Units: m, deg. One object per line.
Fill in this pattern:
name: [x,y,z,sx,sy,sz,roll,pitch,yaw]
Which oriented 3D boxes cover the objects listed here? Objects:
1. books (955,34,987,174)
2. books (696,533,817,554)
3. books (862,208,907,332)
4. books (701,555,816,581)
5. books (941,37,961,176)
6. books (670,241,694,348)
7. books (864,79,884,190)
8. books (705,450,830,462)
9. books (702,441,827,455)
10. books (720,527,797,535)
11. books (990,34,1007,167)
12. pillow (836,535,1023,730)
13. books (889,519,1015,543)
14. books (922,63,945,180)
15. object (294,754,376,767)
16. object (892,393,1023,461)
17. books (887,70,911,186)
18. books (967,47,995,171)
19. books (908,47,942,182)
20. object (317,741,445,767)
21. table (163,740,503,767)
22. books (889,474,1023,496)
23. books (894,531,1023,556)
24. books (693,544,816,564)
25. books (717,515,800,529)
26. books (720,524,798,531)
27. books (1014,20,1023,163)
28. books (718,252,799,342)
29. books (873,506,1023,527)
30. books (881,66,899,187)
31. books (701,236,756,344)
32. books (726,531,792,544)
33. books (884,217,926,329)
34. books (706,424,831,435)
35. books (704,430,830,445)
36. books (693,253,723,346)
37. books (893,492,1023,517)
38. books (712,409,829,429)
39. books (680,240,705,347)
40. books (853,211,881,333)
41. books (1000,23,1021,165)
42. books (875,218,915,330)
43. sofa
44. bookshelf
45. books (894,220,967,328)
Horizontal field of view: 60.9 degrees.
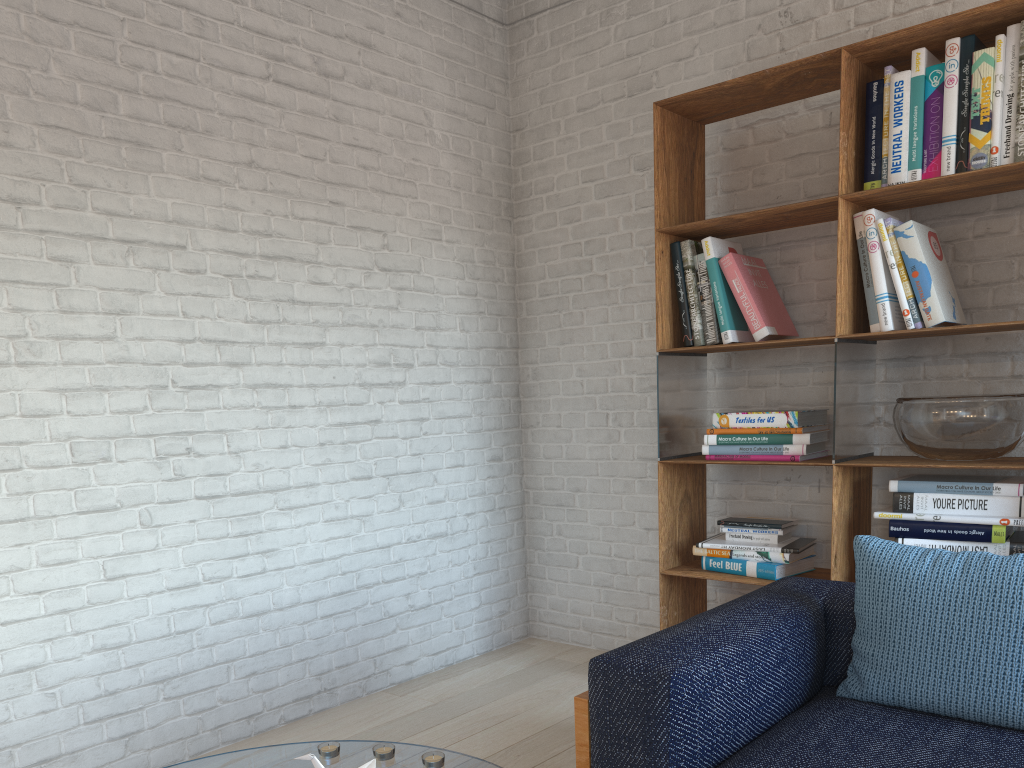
books: [1.380,-0.798,2.596,0.036,0.391,0.240,6,10,41]
books: [0.912,0.594,3.253,0.379,0.018,0.241,-3,-1,34]
books: [1.217,-0.354,2.808,0.103,0.391,0.240,5,10,41]
books: [0.920,0.668,3.263,0.252,0.056,0.325,-2,-1,-39]
books: [1.346,-0.796,2.612,0.036,0.391,0.240,6,10,41]
books: [0.695,-0.326,3.269,0.090,0.392,0.240,5,10,41]
books: [1.195,-0.759,2.774,0.055,0.336,0.251,6,9,41]
books: [0.931,0.260,3.178,0.355,0.021,0.269,-3,-1,41]
books: [0.919,0.231,3.174,0.379,0.037,0.241,-3,-1,36]
books: [0.924,0.541,3.272,0.236,0.019,0.169,-3,-1,34]
books: [1.445,-0.788,2.542,0.020,0.366,0.268,6,10,41]
pillow: [1.047,0.570,2.020,0.554,0.416,0.220,0,7,40]
books: [1.406,0.453,2.784,0.326,0.056,0.251,-3,-1,36]
books: [1.324,-0.767,2.663,0.055,0.336,0.251,6,9,41]
object: [-0.307,0.770,1.689,0.193,0.093,0.185,-3,1,-24]
object: [1.424,0.139,2.760,0.400,0.205,0.398,-2,1,-7]
books: [1.241,-0.763,2.710,0.055,0.336,0.251,6,9,41]
books: [1.407,-0.772,2.559,0.055,0.336,0.251,6,9,41]
books: [1.278,-0.792,2.678,0.036,0.391,0.240,6,10,41]
object: [-0.284,0.805,1.904,0.302,0.027,0.067,-3,0,18]
table: [-0.692,1.015,1.271,1.812,0.454,1.072,-2,0,-43]
books: [1.434,0.318,2.769,0.379,0.037,0.241,-3,-1,41]
books: [1.437,0.513,2.785,0.380,0.065,0.241,-3,-1,28]
books: [0.908,0.622,3.275,0.379,0.037,0.241,-3,-1,41]
books: [0.917,0.514,3.246,0.251,0.017,0.160,-3,-1,41]
books: [0.924,0.527,3.260,0.242,0.008,0.154,-3,-1,41]
books: [1.494,-0.805,2.497,0.036,0.391,0.240,6,10,41]
books: [0.888,-0.304,3.135,0.194,0.325,0.251,3,8,41]
books: [1.425,0.413,2.776,0.443,0.021,0.269,-3,-1,41]
books: [1.223,-0.775,2.746,0.020,0.366,0.268,6,10,41]
books: [0.802,-0.331,3.172,0.120,0.388,0.240,5,10,41]
books: [0.925,0.567,3.267,0.205,0.034,0.131,-3,-1,41]
books: [1.287,-0.341,2.776,0.124,0.355,0.268,5,9,41]
books: [0.931,0.165,3.167,0.355,0.021,0.269,-3,-1,39]
books: [0.921,0.194,3.156,0.379,0.037,0.241,-3,-1,35]
books: [0.781,-0.305,3.236,0.102,0.340,0.251,5,9,41]
books: [1.442,0.370,2.777,0.379,0.065,0.241,-3,-1,35]
books: [0.935,0.126,3.154,0.325,0.056,0.252,-3,-1,43]
books: [0.729,-0.329,3.251,0.090,0.392,0.240,5,10,41]
books: [1.204,-0.353,2.850,0.100,0.391,0.240,5,10,41]
books: [1.475,-0.803,2.531,0.036,0.391,0.240,6,10,41]
books: [1.265,-0.340,2.783,0.124,0.355,0.268,5,9,41]
sofa: [0.313,0.849,0.547,2.074,0.671,3.905,-2,-1,41]
bookshelf: [1.155,0.091,2.935,1.310,2.244,0.359,3,10,40]
books: [1.315,-0.334,2.735,0.157,0.335,0.251,4,8,41]
